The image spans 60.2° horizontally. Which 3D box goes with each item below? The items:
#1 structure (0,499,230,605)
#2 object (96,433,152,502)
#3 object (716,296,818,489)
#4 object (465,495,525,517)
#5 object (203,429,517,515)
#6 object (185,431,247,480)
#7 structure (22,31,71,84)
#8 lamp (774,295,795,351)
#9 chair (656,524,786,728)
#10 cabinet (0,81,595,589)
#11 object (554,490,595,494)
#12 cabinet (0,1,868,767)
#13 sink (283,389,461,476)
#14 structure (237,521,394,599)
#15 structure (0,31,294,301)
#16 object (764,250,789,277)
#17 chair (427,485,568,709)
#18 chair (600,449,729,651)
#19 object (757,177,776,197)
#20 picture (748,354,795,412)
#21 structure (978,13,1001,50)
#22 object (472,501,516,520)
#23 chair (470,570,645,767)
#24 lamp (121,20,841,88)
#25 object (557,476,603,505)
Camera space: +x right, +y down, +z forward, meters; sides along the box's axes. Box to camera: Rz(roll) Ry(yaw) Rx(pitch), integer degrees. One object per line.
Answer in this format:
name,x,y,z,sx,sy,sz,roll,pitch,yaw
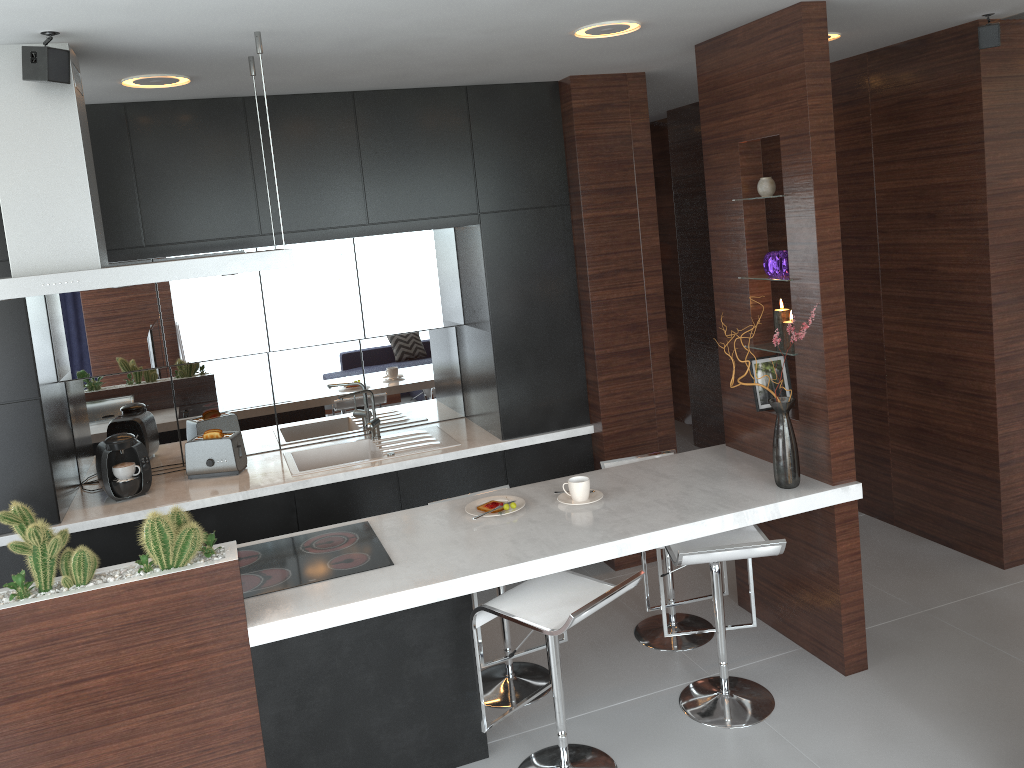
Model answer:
structure,-1.340,0.472,2.530,1.003,0.283,0.224,-9,8,-16
object,-1.849,0.376,4.201,0.216,0.309,0.270,-11,9,-33
object,0.987,0.042,3.325,0.199,0.727,0.388,-10,8,-37
object,-0.065,0.485,3.464,0.239,0.019,0.241,4,15,43
object,-0.764,0.360,3.928,1.878,0.219,0.141,2,10,36
object,-1.485,0.356,4.419,0.260,0.193,0.178,-6,8,2
structure,-1.357,-0.943,2.571,0.114,0.141,0.085,-3,8,21
lamp,1.113,-0.250,3.566,0.077,0.208,0.155,-7,8,-6
chair,0.764,0.855,3.264,0.396,0.702,0.469,-6,7,-1
cabinet,-1.371,-0.068,4.366,3.491,2.529,0.709,-9,7,-19
object,0.251,0.435,3.525,0.165,0.012,0.036,-5,10,6
cabinet,-0.392,0.067,3.139,3.347,2.527,0.791,-9,7,-19
sink,-0.745,0.307,4.615,0.856,0.488,0.507,-9,9,-19
structure,-0.840,0.647,3.114,0.766,0.056,0.508,-9,11,-18
structure,-1.304,-0.697,2.858,1.048,0.752,0.449,-9,8,-19
object,1.091,-0.489,3.588,0.132,0.096,0.136,-2,10,21
chair,-0.045,0.857,3.603,0.398,0.733,0.466,-9,8,-23
chair,0.682,0.726,3.906,0.397,0.733,0.467,-7,7,-12
object,1.080,-0.797,3.523,0.089,0.085,0.219,-12,12,-35
picture,1.094,-0.007,3.724,0.176,0.219,0.051,-8,6,-15
structure,2.086,-1.537,3.861,0.084,0.141,0.116,-2,9,31
object,-0.070,0.485,3.413,0.026,0.008,0.251,3,14,39
chair,0.165,0.981,2.923,0.464,0.702,0.400,1,10,44
lamp,-0.097,-1.441,4.329,5.385,0.083,9.630,-12,13,-32
object,0.265,0.416,3.466,0.184,0.085,0.182,-15,13,-41
